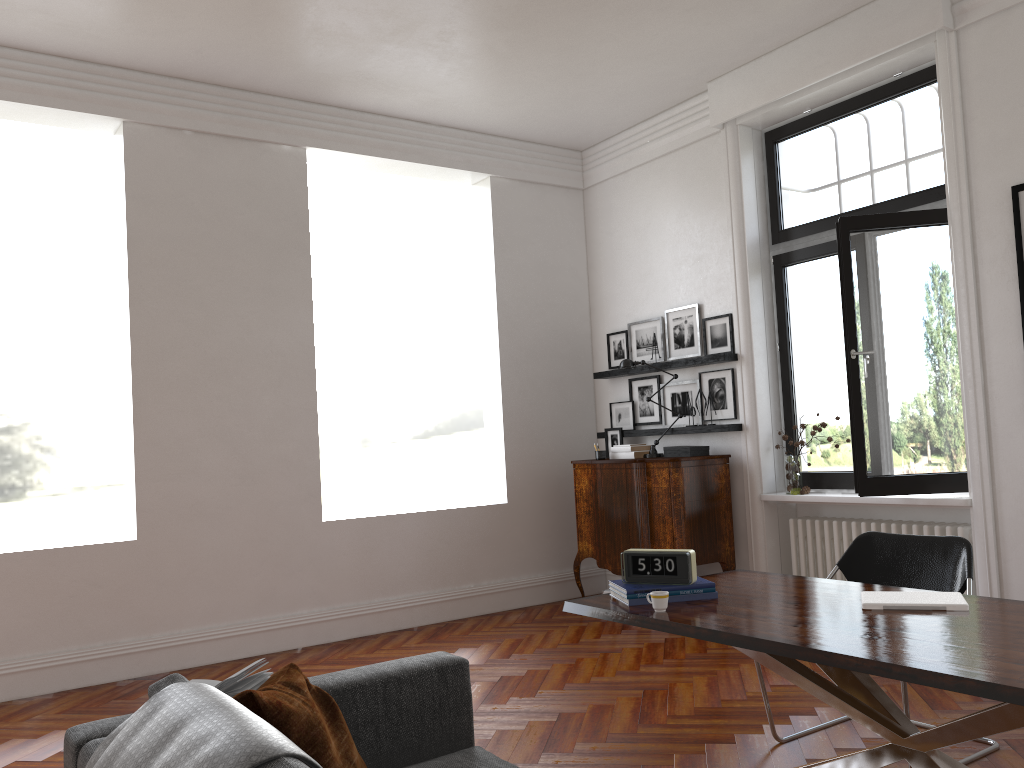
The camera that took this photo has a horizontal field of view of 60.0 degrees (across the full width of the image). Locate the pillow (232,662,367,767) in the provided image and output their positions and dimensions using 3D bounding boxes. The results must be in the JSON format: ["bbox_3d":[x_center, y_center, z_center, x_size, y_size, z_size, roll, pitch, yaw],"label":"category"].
[{"bbox_3d":[-0.594,1.009,2.508,0.330,0.396,0.470,-3,-3,3],"label":"pillow"}]

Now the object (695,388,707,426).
[{"bbox_3d":[1.465,0.179,6.854,0.040,0.298,0.118,-1,-3,-34],"label":"object"}]

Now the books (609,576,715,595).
[{"bbox_3d":[0.572,0.770,3.415,0.344,0.017,0.250,-2,-4,-9],"label":"books"}]

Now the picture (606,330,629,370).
[{"bbox_3d":[0.925,-0.295,7.716,0.020,0.315,0.267,-1,-4,-34],"label":"picture"}]

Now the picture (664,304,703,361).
[{"bbox_3d":[1.364,-0.409,7.071,0.020,0.408,0.370,-1,-4,-34],"label":"picture"}]

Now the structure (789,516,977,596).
[{"bbox_3d":[2.476,1.307,5.945,0.225,0.777,1.455,-1,-4,-34],"label":"structure"}]

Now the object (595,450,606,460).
[{"bbox_3d":[0.713,0.575,7.132,0.091,0.077,0.091,-5,-4,29],"label":"object"}]

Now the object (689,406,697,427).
[{"bbox_3d":[1.406,0.253,6.880,0.040,0.160,0.066,-1,-3,-34],"label":"object"}]

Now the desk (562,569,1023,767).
[{"bbox_3d":[1.259,1.118,2.787,1.029,0.750,2.229,-1,-4,-34],"label":"desk"}]

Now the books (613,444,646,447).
[{"bbox_3d":[0.948,0.493,7.123,0.179,0.014,0.201,0,-5,-34],"label":"books"}]

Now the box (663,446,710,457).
[{"bbox_3d":[1.327,0.513,6.744,0.208,0.086,0.282,-1,-5,-34],"label":"box"}]

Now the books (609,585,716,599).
[{"bbox_3d":[0.573,0.787,3.414,0.344,0.017,0.250,-2,-4,-9],"label":"books"}]

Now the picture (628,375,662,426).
[{"bbox_3d":[1.120,0.144,7.445,0.020,0.406,0.374,-1,-4,-34],"label":"picture"}]

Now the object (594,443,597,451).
[{"bbox_3d":[0.684,0.538,7.158,0.010,0.119,0.050,-1,-3,-32],"label":"object"}]

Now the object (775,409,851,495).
[{"bbox_3d":[2.126,0.481,6.301,0.542,0.599,0.317,-5,-3,26],"label":"object"}]

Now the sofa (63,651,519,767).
[{"bbox_3d":[0.000,1.124,1.764,1.262,0.828,2.648,-1,-4,-34],"label":"sofa"}]

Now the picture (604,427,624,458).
[{"bbox_3d":[0.870,0.502,7.546,0.020,0.257,0.214,-1,-4,-34],"label":"picture"}]

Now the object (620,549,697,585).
[{"bbox_3d":[0.558,0.699,3.387,0.276,0.125,0.082,-5,-4,29],"label":"object"}]

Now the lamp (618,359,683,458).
[{"bbox_3d":[1.105,0.187,7.035,0.491,0.801,0.174,-4,-3,20],"label":"lamp"}]

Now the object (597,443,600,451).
[{"bbox_3d":[0.707,0.544,7.166,0.010,0.139,0.046,-1,-3,-37],"label":"object"}]

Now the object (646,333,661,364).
[{"bbox_3d":[1.160,-0.285,7.270,0.040,0.260,0.175,-1,-3,-34],"label":"object"}]

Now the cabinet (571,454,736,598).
[{"bbox_3d":[1.058,1.188,6.929,0.640,1.216,1.267,-1,-4,-34],"label":"cabinet"}]

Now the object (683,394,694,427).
[{"bbox_3d":[1.387,0.209,6.954,0.040,0.260,0.124,-1,-3,-34],"label":"object"}]

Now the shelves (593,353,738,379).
[{"bbox_3d":[1.202,-0.135,7.194,0.158,0.055,1.517,-1,-5,-34],"label":"shelves"}]

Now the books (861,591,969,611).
[{"bbox_3d":[1.372,0.744,3.039,0.326,0.026,0.231,-5,-4,21],"label":"books"}]

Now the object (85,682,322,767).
[{"bbox_3d":[-0.751,0.941,1.995,0.400,0.387,0.753,-1,-4,-34],"label":"object"}]

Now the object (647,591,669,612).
[{"bbox_3d":[0.524,0.774,3.156,0.064,0.065,0.082,-2,-3,-14],"label":"object"}]

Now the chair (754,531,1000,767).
[{"bbox_3d":[1.543,1.111,3.781,0.745,0.871,0.753,-1,-4,-34],"label":"chair"}]

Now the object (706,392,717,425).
[{"bbox_3d":[1.528,0.191,6.811,0.040,0.261,0.110,-1,-3,-34],"label":"object"}]

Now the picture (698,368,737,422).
[{"bbox_3d":[1.572,0.087,6.787,0.020,0.384,0.343,-1,-4,-34],"label":"picture"}]

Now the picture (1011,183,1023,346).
[{"bbox_3d":[3.085,-0.484,4.574,0.035,1.322,0.884,-1,-3,-34],"label":"picture"}]

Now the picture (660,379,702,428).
[{"bbox_3d":[1.356,0.164,7.102,0.020,0.364,0.434,-1,-4,-34],"label":"picture"}]

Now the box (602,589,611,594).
[{"bbox_3d":[0.939,1.735,7.151,0.394,0.176,0.209,0,-4,-39],"label":"box"}]

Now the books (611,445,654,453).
[{"bbox_3d":[0.969,0.521,7.131,0.254,0.044,0.239,0,-5,-34],"label":"books"}]

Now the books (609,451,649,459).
[{"bbox_3d":[0.967,0.571,7.127,0.229,0.057,0.295,0,-5,-34],"label":"books"}]

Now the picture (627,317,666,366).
[{"bbox_3d":[1.123,-0.352,7.425,0.020,0.367,0.416,-1,-4,-34],"label":"picture"}]

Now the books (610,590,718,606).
[{"bbox_3d":[0.580,0.809,3.427,0.347,0.027,0.264,-2,-4,-9],"label":"books"}]

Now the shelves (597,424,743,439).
[{"bbox_3d":[1.231,0.386,7.171,0.156,0.055,1.517,-1,-5,-34],"label":"shelves"}]

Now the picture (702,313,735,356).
[{"bbox_3d":[1.573,-0.367,6.767,0.020,0.303,0.290,-1,-4,-34],"label":"picture"}]

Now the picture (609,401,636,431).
[{"bbox_3d":[0.952,0.280,7.652,0.020,0.253,0.300,-1,-4,-34],"label":"picture"}]

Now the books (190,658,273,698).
[{"bbox_3d":[-0.886,0.900,2.663,0.278,0.096,0.225,-4,-4,7],"label":"books"}]
